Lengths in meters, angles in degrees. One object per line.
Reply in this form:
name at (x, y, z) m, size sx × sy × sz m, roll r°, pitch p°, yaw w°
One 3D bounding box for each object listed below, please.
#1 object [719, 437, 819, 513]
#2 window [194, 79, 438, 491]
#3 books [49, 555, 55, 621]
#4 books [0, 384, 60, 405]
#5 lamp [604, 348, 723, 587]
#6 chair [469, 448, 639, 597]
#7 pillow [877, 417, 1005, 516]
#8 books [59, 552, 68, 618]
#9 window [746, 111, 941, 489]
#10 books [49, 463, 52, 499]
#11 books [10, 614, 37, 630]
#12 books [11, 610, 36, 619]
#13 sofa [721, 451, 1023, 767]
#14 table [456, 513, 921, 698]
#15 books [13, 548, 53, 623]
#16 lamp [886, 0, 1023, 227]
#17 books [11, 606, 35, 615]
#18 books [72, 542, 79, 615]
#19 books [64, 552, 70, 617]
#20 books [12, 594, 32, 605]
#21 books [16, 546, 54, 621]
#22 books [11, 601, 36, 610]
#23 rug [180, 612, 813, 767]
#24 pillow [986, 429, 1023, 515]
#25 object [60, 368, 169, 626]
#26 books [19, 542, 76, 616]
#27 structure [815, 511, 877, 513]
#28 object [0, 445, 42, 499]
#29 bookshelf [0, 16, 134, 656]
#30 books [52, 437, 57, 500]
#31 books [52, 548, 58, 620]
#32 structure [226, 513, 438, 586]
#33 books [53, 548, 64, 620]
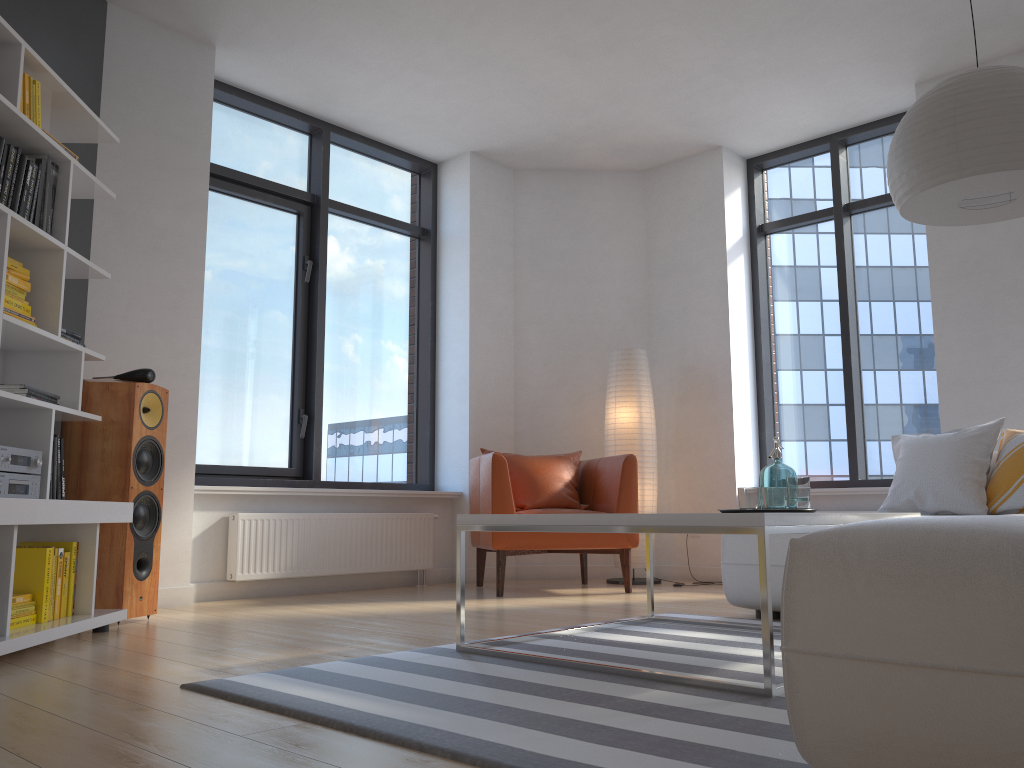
object at (0.861, 0.305, 3.011) m, size 0.330 × 0.265 × 0.330 m, roll 3°, pitch -9°, yaw -23°
window at (-1.270, -0.524, 5.698) m, size 0.170 × 2.402 × 1.960 m, roll -8°, pitch -11°, yaw 42°
books at (-1.706, 0.725, 3.143) m, size 0.156 × 0.229 × 0.024 m, roll 0°, pitch -8°, yaw -2°
books at (-1.825, 0.046, 3.214) m, size 0.250 × 0.047 × 0.310 m, roll 1°, pitch -8°, yaw -6°
lamp at (1.018, 0.532, 5.879) m, size 0.804 × 1.550 × 0.502 m, roll -1°, pitch -8°, yaw 3°
chair at (0.206, 0.807, 5.373) m, size 0.896 × 0.858 × 0.843 m, roll 2°, pitch -9°, yaw -15°
pillow at (2.111, 0.281, 3.279) m, size 0.580 × 0.456 × 2.156 m, roll 3°, pitch -9°, yaw -21°
books at (-1.724, 0.735, 3.244) m, size 0.172 × 0.234 × 0.024 m, roll 0°, pitch -8°, yaw -2°
window at (2.242, -0.506, 5.903) m, size 1.310 × 2.402 × 0.170 m, roll -8°, pitch -11°, yaw 42°
books at (-1.798, 0.319, 3.293) m, size 0.170 × 0.236 × 0.049 m, roll 0°, pitch -8°, yaw -1°
books at (-1.710, 0.795, 2.962) m, size 0.147 × 0.033 × 0.190 m, roll 0°, pitch -8°, yaw -2°
books at (-1.714, 0.773, 2.966) m, size 0.148 × 0.011 × 0.196 m, roll 0°, pitch -8°, yaw -2°
sofa at (1.536, 0.467, 2.666) m, size 2.614 × 0.732 × 3.424 m, roll -8°, pitch -11°, yaw 42°
table at (0.590, 0.643, 2.894) m, size 1.091 × 0.435 × 1.091 m, roll -8°, pitch -11°, yaw 42°
books at (-1.723, 0.703, 3.097) m, size 0.198 × 0.255 × 0.044 m, roll 0°, pitch -8°, yaw -2°
lamp at (2.834, -0.427, 3.200) m, size 3.199 × 2.647 × 0.710 m, roll 1°, pitch -9°, yaw -11°
books at (-1.695, 0.759, 2.963) m, size 0.113 × 0.018 × 0.169 m, roll 0°, pitch -8°, yaw -1°
books at (-1.745, 0.730, 3.327) m, size 0.213 × 0.270 × 0.025 m, roll 0°, pitch -8°, yaw -2°
books at (-1.729, 0.739, 3.270) m, size 0.172 × 0.234 × 0.024 m, roll 0°, pitch -8°, yaw -2°
books at (-1.723, 0.724, 2.970) m, size 0.138 × 0.026 × 0.186 m, roll 0°, pitch -8°, yaw -2°
books at (-1.726, 0.705, 3.127) m, size 0.199 × 0.263 × 0.015 m, roll 0°, pitch -8°, yaw -2°
books at (-1.710, 0.744, 2.971) m, size 0.134 × 0.014 × 0.187 m, roll 0°, pitch -8°, yaw -2°
rug at (0.521, 0.825, 2.611) m, size 1.662 × 0.016 × 2.326 m, roll -8°, pitch -11°, yaw 42°
pillow at (2.159, 0.252, 2.964) m, size 0.630 × 0.440 × 2.095 m, roll 0°, pitch -8°, yaw 0°
object at (-1.778, 0.476, 3.857) m, size 0.434 × 1.088 × 0.290 m, roll -2°, pitch -9°, yaw 13°
books at (-1.735, 0.726, 3.301) m, size 0.204 × 0.270 × 0.029 m, roll 0°, pitch -8°, yaw -2°
structure at (2.045, 1.009, 5.413) m, size 1.015 × 0.460 × 0.110 m, roll -8°, pitch -11°, yaw 42°
object at (-1.791, 0.306, 3.004) m, size 0.270 × 0.174 × 0.285 m, roll 0°, pitch -8°, yaw -2°
bookshelf at (-1.714, -0.260, 2.184) m, size 0.455 × 2.052 × 3.000 m, roll 0°, pitch -8°, yaw -2°
books at (-1.791, 0.319, 3.316) m, size 0.169 × 0.242 × 0.050 m, roll 0°, pitch -8°, yaw -2°
books at (-1.725, 0.715, 3.166) m, size 0.180 × 0.251 × 0.019 m, roll 0°, pitch -8°, yaw -2°
structure at (-1.002, 0.999, 5.267) m, size 0.110 × 0.460 × 1.474 m, roll -8°, pitch -11°, yaw 42°
books at (-1.724, 0.719, 3.192) m, size 0.185 × 0.250 × 0.035 m, roll 0°, pitch -8°, yaw -2°
